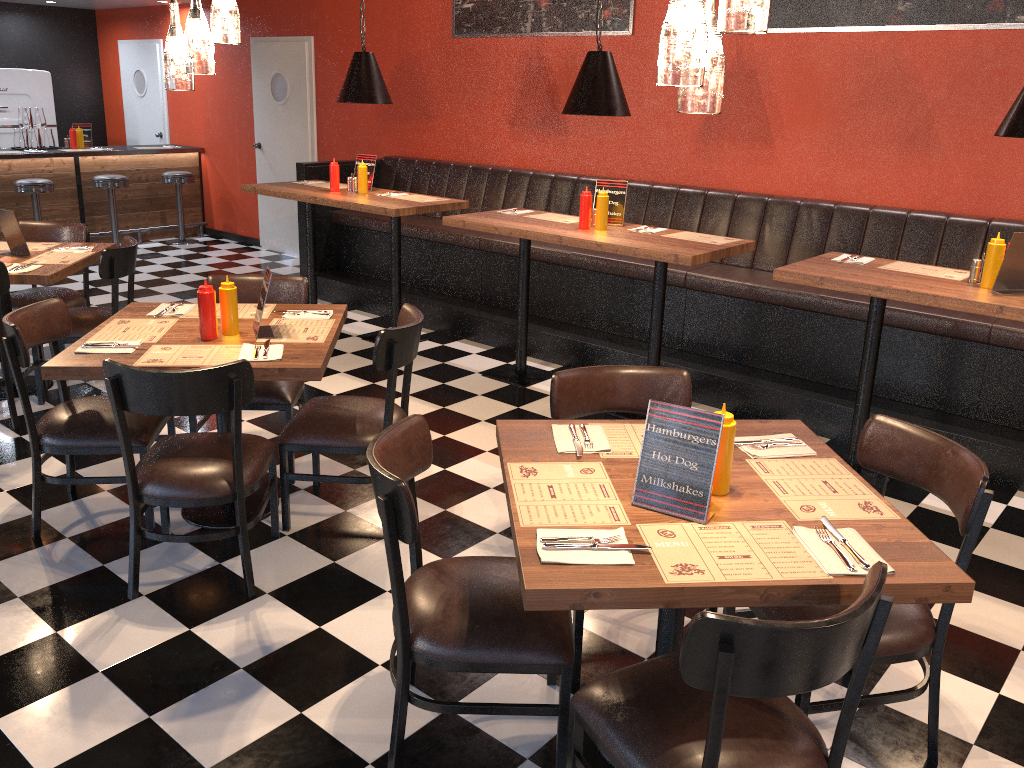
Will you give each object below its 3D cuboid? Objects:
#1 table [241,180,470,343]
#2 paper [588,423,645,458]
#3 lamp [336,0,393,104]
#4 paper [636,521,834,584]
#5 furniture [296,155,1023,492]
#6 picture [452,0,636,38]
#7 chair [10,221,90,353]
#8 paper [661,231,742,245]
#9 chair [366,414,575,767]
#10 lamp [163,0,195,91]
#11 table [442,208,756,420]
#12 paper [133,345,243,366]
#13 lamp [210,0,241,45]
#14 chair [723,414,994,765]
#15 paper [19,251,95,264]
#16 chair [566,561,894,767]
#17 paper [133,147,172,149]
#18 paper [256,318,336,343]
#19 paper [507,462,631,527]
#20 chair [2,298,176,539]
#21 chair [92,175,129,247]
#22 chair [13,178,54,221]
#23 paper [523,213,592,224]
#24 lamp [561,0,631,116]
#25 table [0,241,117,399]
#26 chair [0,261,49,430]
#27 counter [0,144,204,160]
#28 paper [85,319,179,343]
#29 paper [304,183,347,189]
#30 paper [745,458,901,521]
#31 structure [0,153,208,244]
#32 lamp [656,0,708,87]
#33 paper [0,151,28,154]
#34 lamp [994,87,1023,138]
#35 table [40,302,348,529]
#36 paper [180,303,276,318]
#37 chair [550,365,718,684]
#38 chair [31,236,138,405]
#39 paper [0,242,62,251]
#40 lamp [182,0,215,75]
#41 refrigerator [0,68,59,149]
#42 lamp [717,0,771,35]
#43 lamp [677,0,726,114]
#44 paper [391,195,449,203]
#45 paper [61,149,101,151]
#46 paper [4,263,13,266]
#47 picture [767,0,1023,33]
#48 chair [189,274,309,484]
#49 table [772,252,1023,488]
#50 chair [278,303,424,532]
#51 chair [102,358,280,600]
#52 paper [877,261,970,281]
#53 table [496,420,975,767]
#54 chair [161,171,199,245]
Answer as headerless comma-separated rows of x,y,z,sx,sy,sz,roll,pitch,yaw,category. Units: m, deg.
-1.176,-0.902,6.503,1.702,0.988,0.700,16,22,38,table
0.422,0.165,2.592,0.365,0.001,0.264,1,18,-3,paper
-0.979,-2.893,5.788,0.382,2.020,0.386,-1,17,-8,lamp
0.486,0.371,1.979,0.365,0.001,0.264,0,19,-6,paper
1.887,-0.427,5.130,8.808,1.136,1.111,17,23,38,furniture
0.195,-3.112,6.676,1.780,0.928,0.023,16,22,38,picture
-2.888,-0.542,5.468,0.486,0.857,0.551,4,17,7,chair
1.035,-0.798,4.834,0.368,0.001,0.262,18,24,40,paper
-0.112,0.568,2.394,0.544,0.857,0.492,2,17,-1,chair
-1.207,-2.025,3.029,0.109,1.942,0.109,-11,20,-37,lamp
0.436,-0.415,5.193,1.702,0.988,0.700,16,22,38,table
-1.167,-0.107,3.259,0.365,0.001,0.264,0,19,-6,paper
-1.032,-2.197,3.024,0.108,1.942,0.110,5,17,11,lamp
0.947,0.574,2.477,0.544,0.857,0.492,-2,17,-12,chair
-2.515,-0.701,4.916,0.261,0.001,0.370,0,18,-5,paper
0.455,0.742,1.927,0.487,0.857,0.550,-7,19,-26,chair
-3.994,-2.626,9.854,0.367,0.001,0.263,-13,23,-37,paper
-0.877,-0.221,3.627,0.261,0.001,0.370,0,18,-4,paper
0.133,0.272,2.241,0.261,0.001,0.370,0,18,-6,paper
-1.698,0.122,3.584,0.544,0.857,0.492,0,17,-8,chair
-4.145,-1.778,9.209,0.350,0.765,0.351,-14,23,-43,chair
-4.633,-1.609,8.655,0.350,0.765,0.351,15,21,38,chair
0.285,-1.014,5.414,0.368,0.001,0.262,18,24,40,paper
0.494,-2.449,4.591,0.382,2.020,0.386,-1,17,-8,lamp
-2.862,-0.339,5.008,0.956,0.764,0.972,0,18,-5,table
-2.755,-0.234,4.556,0.486,0.857,0.551,-1,17,-10,chair
-6.054,-1.955,7.725,0.679,0.049,7.088,16,23,37,counter
-1.514,-0.216,3.554,0.261,0.001,0.370,0,19,-7,paper
-1.369,-1.511,6.750,0.368,0.001,0.262,18,24,40,paper
0.799,0.269,2.313,0.261,0.001,0.370,0,19,-6,paper
-5.836,-1.368,7.684,0.217,1.027,7.088,15,22,38,structure
0.405,-1.597,1.710,0.109,1.942,0.109,8,17,21,lamp
-5.006,-2.280,8.717,0.262,0.001,0.368,17,24,39,paper
2.160,-1.946,3.237,0.382,2.020,0.386,-1,17,-8,lamp
-1.209,0.153,3.683,0.960,0.764,0.968,0,18,-5,table
-1.242,-0.322,3.898,0.365,0.001,0.264,0,19,-6,paper
0.375,0.421,2.884,0.486,0.857,0.551,-1,17,-10,chair
-2.372,-0.374,5.011,0.544,0.857,0.492,-1,17,-10,chair
-2.887,-0.808,5.201,0.365,0.001,0.264,1,18,-2,paper
-1.103,-2.057,2.947,0.108,1.942,0.110,0,16,-8,lamp
-5.828,-2.731,10.304,0.854,1.782,0.808,15,21,38,refrigerator
0.519,-1.679,1.615,0.108,1.942,0.110,1,16,-3,lamp
0.472,-1.572,1.825,0.109,1.942,0.109,-11,20,-37,lamp
-0.644,-1.289,6.151,0.368,0.001,0.262,18,24,40,paper
-4.515,-2.446,9.263,0.262,0.001,0.368,17,24,38,paper
-2.834,-0.602,4.588,0.365,0.001,0.264,0,18,-5,paper
2.202,-2.506,5.044,1.780,0.928,0.023,16,22,38,picture
-1.205,-0.045,4.134,0.486,0.857,0.551,1,17,-2,chair
2.039,0.069,3.890,1.702,0.988,0.700,16,22,38,table
-0.639,0.128,3.667,0.544,0.857,0.492,3,17,4,chair
-1.126,0.276,3.177,0.486,0.857,0.551,0,17,-5,chair
1.922,-0.526,4.100,0.368,0.001,0.262,18,24,40,paper
0.456,0.632,2.403,0.960,0.764,0.968,0,18,-5,table
-3.657,-1.947,9.762,0.348,0.765,0.353,0,17,-5,chair
